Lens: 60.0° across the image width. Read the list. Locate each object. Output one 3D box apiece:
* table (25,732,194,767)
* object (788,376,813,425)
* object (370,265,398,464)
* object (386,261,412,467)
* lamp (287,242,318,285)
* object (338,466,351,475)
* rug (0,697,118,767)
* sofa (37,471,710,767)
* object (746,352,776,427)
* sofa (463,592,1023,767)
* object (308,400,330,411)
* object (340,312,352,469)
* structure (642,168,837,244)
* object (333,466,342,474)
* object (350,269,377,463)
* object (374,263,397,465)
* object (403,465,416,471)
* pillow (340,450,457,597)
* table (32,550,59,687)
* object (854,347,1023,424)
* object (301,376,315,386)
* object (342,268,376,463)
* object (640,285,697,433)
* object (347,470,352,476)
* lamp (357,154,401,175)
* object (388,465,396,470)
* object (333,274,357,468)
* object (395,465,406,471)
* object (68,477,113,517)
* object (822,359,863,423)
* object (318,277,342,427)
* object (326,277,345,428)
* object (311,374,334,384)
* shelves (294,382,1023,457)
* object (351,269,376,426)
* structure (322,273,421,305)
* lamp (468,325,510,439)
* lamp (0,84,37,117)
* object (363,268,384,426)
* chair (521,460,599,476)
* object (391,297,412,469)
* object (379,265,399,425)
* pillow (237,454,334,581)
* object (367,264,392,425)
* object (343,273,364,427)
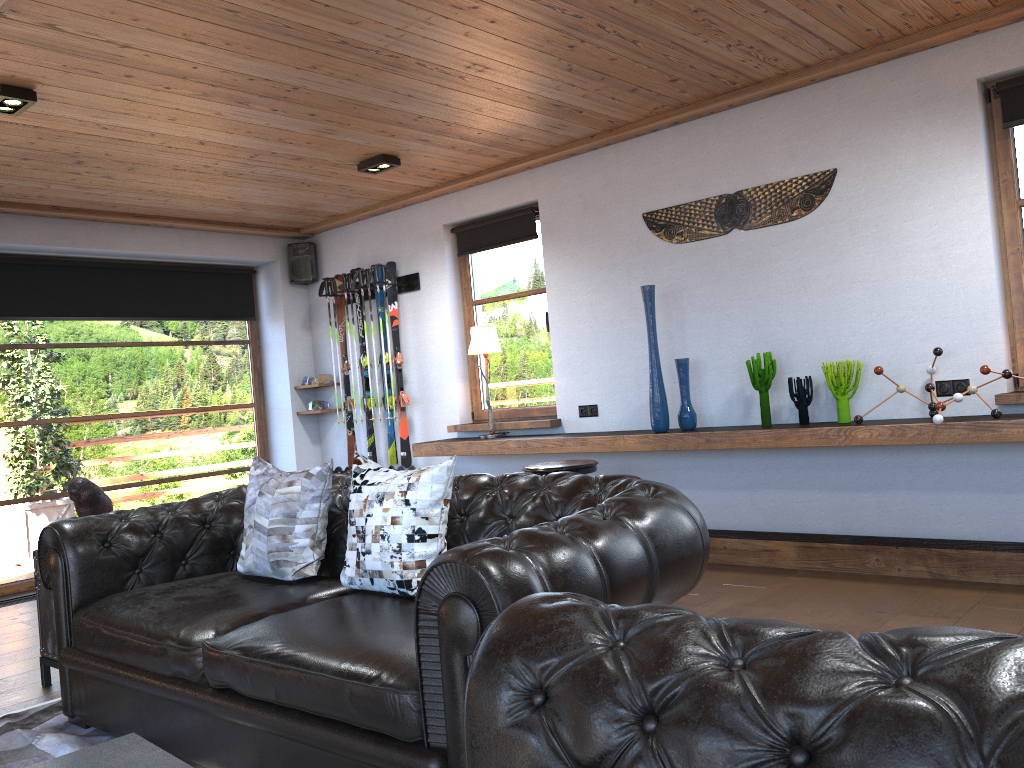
[{"bbox_3d":[-0.864,1.042,1.857,0.405,0.350,0.642,-4,-1,-43],"label":"table"},{"bbox_3d":[1.567,0.090,4.792,0.129,0.260,0.124,-5,-1,12],"label":"object"},{"bbox_3d":[-1.042,-0.157,7.153,0.072,1.622,0.113,-6,-2,41],"label":"object"},{"bbox_3d":[-0.860,-0.159,6.902,0.094,1.607,0.116,-6,-2,42],"label":"object"},{"bbox_3d":[-1.827,-1.051,7.742,0.211,0.349,0.216,-6,-1,42],"label":"lamp"},{"bbox_3d":[-1.372,0.814,7.252,0.255,0.270,0.115,-4,-1,-43],"label":"object"},{"bbox_3d":[-0.437,1.166,2.441,3.993,0.053,2.462,-5,-1,42],"label":"rug"},{"bbox_3d":[-0.551,0.788,3.151,2.534,0.838,1.255,-5,-1,41],"label":"sofa"},{"bbox_3d":[1.385,0.032,4.882,0.158,0.410,0.147,-5,-1,10],"label":"object"},{"bbox_3d":[-0.271,0.740,0.296,1.224,0.838,2.598,-6,-1,41],"label":"sofa"},{"bbox_3d":[-1.673,0.184,7.680,0.189,0.084,0.350,-5,-1,-12],"label":"object"},{"bbox_3d":[-1.416,-0.091,7.411,0.094,1.607,0.116,-6,-2,42],"label":"object"},{"bbox_3d":[1.257,-0.990,5.107,1.232,0.240,0.100,-5,-1,41],"label":"structure"},{"bbox_3d":[-1.457,0.822,7.330,0.115,0.270,0.254,-6,-1,32],"label":"object"},{"bbox_3d":[-1.227,-0.140,7.275,0.072,1.622,0.113,-6,-2,41],"label":"object"},{"bbox_3d":[-0.994,-0.161,7.096,0.072,1.622,0.113,-6,-2,41],"label":"object"},{"bbox_3d":[-0.780,0.758,6.727,0.115,0.270,0.254,-6,-1,37],"label":"object"},{"bbox_3d":[-0.400,0.462,3.066,0.521,0.469,0.287,-6,-1,44],"label":"pillow"},{"bbox_3d":[-1.851,1.024,3.992,0.412,0.609,0.410,-6,-1,42],"label":"table"},{"bbox_3d":[2.055,-0.003,4.268,0.526,0.349,0.641,-5,-1,-21],"label":"object"},{"bbox_3d":[-1.752,-0.029,7.739,0.187,0.084,0.162,-6,-1,40],"label":"object"},{"bbox_3d":[-1.234,-0.140,7.171,0.102,1.622,0.257,-6,-1,38],"label":"object"},{"bbox_3d":[0.915,-0.154,5.198,0.274,0.862,0.111,-5,-1,-3],"label":"object"},{"bbox_3d":[-1.281,0.806,7.171,0.255,0.270,0.115,-4,-1,-43],"label":"object"},{"bbox_3d":[-0.858,-1.420,5.710,0.258,0.068,0.157,-5,-1,41],"label":"lamp"},{"bbox_3d":[-0.979,0.777,6.941,0.254,0.270,0.115,-4,-1,-34],"label":"object"},{"bbox_3d":[-1.353,-0.112,7.340,0.094,1.607,0.116,-6,-2,42],"label":"object"},{"bbox_3d":[-0.873,0.767,6.810,0.115,0.270,0.254,-6,-1,37],"label":"object"},{"bbox_3d":[-1.880,0.569,3.978,0.150,0.319,0.247,-5,-1,-7],"label":"object"},{"bbox_3d":[1.736,0.039,4.658,0.182,0.332,0.199,-5,-1,1],"label":"object"},{"bbox_3d":[-1.487,-0.256,7.263,0.058,1.250,0.122,-5,-1,24],"label":"object"},{"bbox_3d":[-1.465,-0.257,7.342,0.120,1.250,0.059,-5,-1,23],"label":"object"},{"bbox_3d":[-1.620,-0.041,7.622,0.158,0.084,0.192,-6,-1,40],"label":"object"},{"bbox_3d":[0.664,0.277,5.596,6.559,0.989,0.620,-5,-1,42],"label":"shelves"},{"bbox_3d":[-1.174,-0.286,6.996,0.121,1.250,0.059,-5,-1,-2],"label":"object"},{"bbox_3d":[-1.199,-0.759,7.162,1.037,0.135,0.323,-5,-1,41],"label":"structure"},{"bbox_3d":[-0.006,0.320,6.410,0.640,1.482,0.243,-4,-2,-45],"label":"lamp"},{"bbox_3d":[-2.310,-1.306,4.066,0.258,0.068,0.157,-5,-1,41],"label":"lamp"},{"bbox_3d":[-1.120,-0.290,7.036,0.120,1.250,0.059,-5,-1,23],"label":"object"},{"bbox_3d":[0.302,0.804,5.018,0.447,0.717,0.435,-4,-1,-44],"label":"chair"},{"bbox_3d":[-0.922,-0.138,6.974,0.094,1.607,0.116,-6,-2,42],"label":"object"},{"bbox_3d":[-0.925,-0.309,6.879,0.121,1.250,0.059,-5,-1,3],"label":"object"},{"bbox_3d":[-0.901,0.509,3.510,0.521,0.469,0.287,-6,-1,44],"label":"pillow"},{"bbox_3d":[-1.027,-0.300,6.847,0.120,1.250,0.059,-5,-1,8],"label":"object"},{"bbox_3d":[-1.293,-0.274,7.189,0.120,1.250,0.059,-5,-1,23],"label":"object"}]
